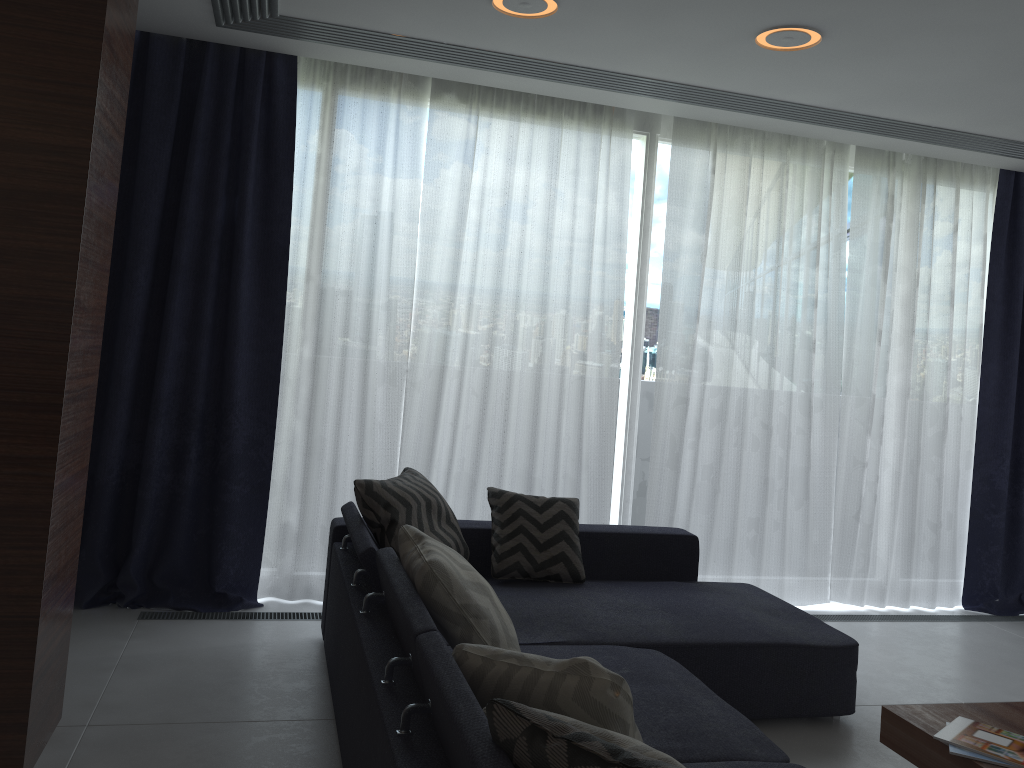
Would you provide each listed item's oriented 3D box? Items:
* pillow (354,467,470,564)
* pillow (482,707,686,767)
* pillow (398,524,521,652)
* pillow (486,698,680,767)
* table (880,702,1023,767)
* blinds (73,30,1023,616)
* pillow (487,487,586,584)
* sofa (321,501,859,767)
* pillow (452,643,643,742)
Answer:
[{"bbox_3d":[-0.385,0.615,3.418,0.356,0.520,0.595,4,-1,15],"label":"pillow"},{"bbox_3d":[0.188,0.738,1.609,0.417,0.295,0.328,5,0,37],"label":"pillow"},{"bbox_3d":[-0.144,0.645,2.521,0.342,0.389,0.495,5,0,-15],"label":"pillow"},{"bbox_3d":[0.153,0.707,1.369,0.220,0.387,0.416,7,-2,-45],"label":"pillow"},{"bbox_3d":[1.512,1.116,2.190,0.804,0.353,0.800,4,1,-15],"label":"table"},{"bbox_3d":[1.329,-0.107,2.034,7.123,2.782,5.798,4,1,-11],"label":"blinds"},{"bbox_3d":[0.104,0.635,3.709,0.414,0.346,0.286,5,-1,-10],"label":"pillow"},{"bbox_3d":[0.500,0.894,2.581,1.895,0.610,2.874,4,2,-15],"label":"sofa"},{"bbox_3d":[0.089,0.714,1.877,0.419,0.352,0.279,4,-1,28],"label":"pillow"}]
